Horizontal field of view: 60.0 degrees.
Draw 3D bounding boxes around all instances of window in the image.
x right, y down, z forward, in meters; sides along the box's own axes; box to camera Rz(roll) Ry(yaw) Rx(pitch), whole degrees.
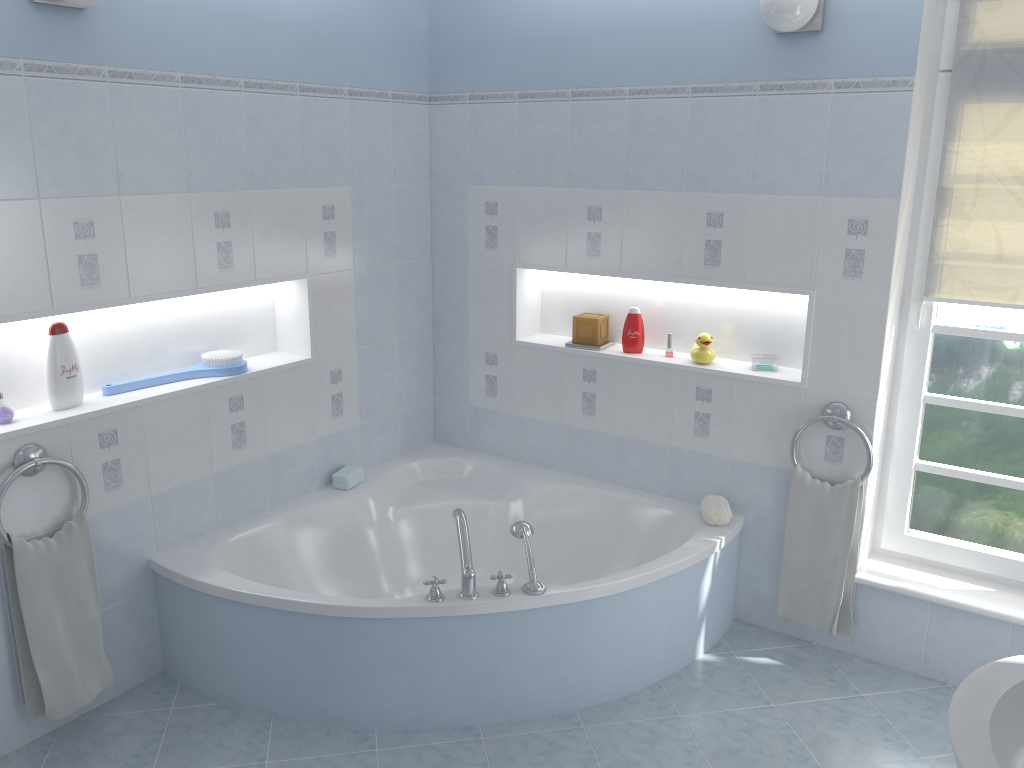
[{"bbox_3d":[1.696,-0.299,2.927,0.758,2.067,0.142,10,18,33],"label":"window"}]

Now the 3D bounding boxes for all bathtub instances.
[{"bbox_3d":[-0.181,0.681,3.289,1.596,0.670,1.578,10,18,33],"label":"bathtub"}]

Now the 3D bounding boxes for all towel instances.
[{"bbox_3d":[-1.393,0.719,2.755,0.101,0.634,0.280,9,17,31],"label":"towel"},{"bbox_3d":[1.132,0.609,3.241,0.280,0.635,0.083,10,18,34],"label":"towel"}]

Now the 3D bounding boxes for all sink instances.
[{"bbox_3d":[1.023,0.713,1.502,0.533,0.489,0.634,10,18,33],"label":"sink"}]

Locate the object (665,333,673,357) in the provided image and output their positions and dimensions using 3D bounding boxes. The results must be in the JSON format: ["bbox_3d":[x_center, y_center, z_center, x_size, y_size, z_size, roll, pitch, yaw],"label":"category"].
[{"bbox_3d":[0.636,-0.158,3.580,0.030,0.096,0.030,2,15,6],"label":"object"}]

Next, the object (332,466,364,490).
[{"bbox_3d":[-0.688,0.393,3.721,0.081,0.059,0.128,6,16,20],"label":"object"}]

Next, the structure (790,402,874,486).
[{"bbox_3d":[1.142,0.230,3.163,0.291,0.332,0.051,10,18,33],"label":"structure"}]

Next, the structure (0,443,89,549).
[{"bbox_3d":[-1.421,0.342,2.668,0.051,0.332,0.291,10,18,33],"label":"structure"}]

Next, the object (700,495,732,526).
[{"bbox_3d":[0.780,0.482,3.390,0.105,0.077,0.165,2,15,6],"label":"object"}]

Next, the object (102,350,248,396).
[{"bbox_3d":[-1.210,-0.050,3.179,0.534,0.065,0.172,-12,19,-40],"label":"object"}]

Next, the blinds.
[{"bbox_3d":[1.663,-0.740,2.765,0.598,1.032,0.046,10,18,33],"label":"blinds"}]

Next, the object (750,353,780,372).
[{"bbox_3d":[0.963,-0.082,3.384,0.102,0.053,0.072,3,15,9],"label":"object"}]

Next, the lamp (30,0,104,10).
[{"bbox_3d":[-1.203,-1.137,2.445,0.216,0.180,0.180,10,18,33],"label":"lamp"}]

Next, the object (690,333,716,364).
[{"bbox_3d":[0.750,-0.144,3.479,0.095,0.122,0.132,0,15,-1],"label":"object"}]

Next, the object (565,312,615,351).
[{"bbox_3d":[0.335,-0.228,3.768,0.160,0.130,0.160,8,17,28],"label":"object"}]

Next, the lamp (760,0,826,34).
[{"bbox_3d":[0.898,-1.230,2.859,0.180,0.180,0.216,10,18,33],"label":"lamp"}]

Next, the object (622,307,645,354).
[{"bbox_3d":[0.498,-0.220,3.632,0.092,0.190,0.044,3,15,8],"label":"object"}]

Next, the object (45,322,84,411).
[{"bbox_3d":[-1.420,-0.059,2.804,0.063,0.276,0.134,6,16,22],"label":"object"}]

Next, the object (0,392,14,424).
[{"bbox_3d":[-1.527,0.070,2.656,0.059,0.094,0.059,8,17,28],"label":"object"}]
